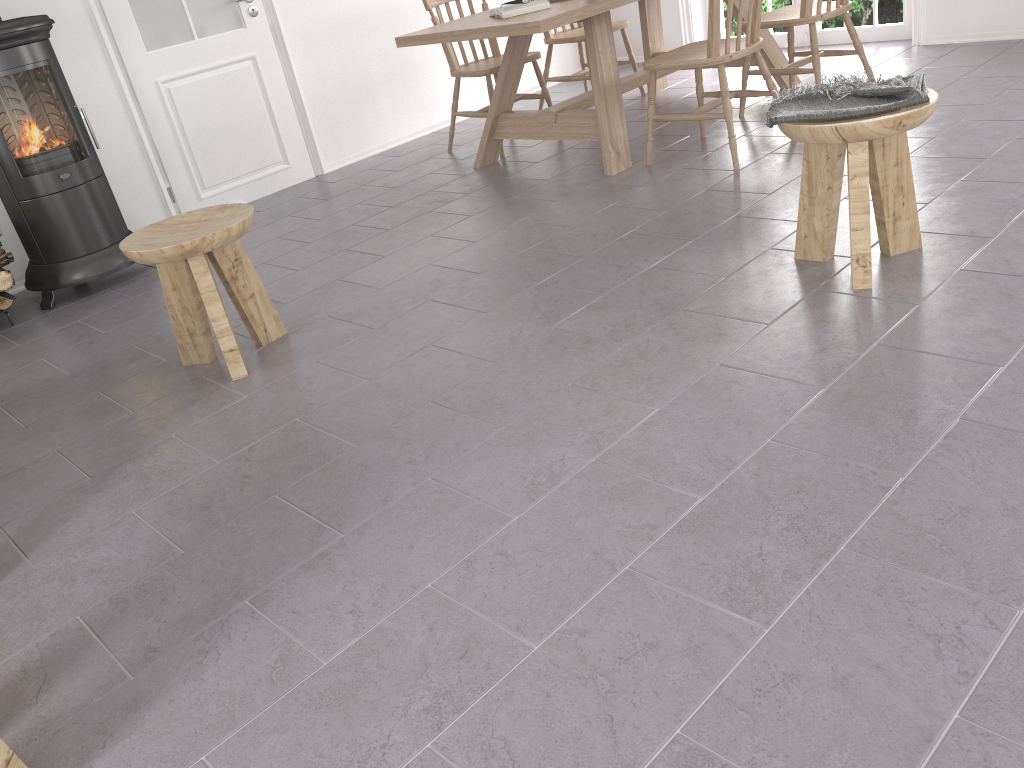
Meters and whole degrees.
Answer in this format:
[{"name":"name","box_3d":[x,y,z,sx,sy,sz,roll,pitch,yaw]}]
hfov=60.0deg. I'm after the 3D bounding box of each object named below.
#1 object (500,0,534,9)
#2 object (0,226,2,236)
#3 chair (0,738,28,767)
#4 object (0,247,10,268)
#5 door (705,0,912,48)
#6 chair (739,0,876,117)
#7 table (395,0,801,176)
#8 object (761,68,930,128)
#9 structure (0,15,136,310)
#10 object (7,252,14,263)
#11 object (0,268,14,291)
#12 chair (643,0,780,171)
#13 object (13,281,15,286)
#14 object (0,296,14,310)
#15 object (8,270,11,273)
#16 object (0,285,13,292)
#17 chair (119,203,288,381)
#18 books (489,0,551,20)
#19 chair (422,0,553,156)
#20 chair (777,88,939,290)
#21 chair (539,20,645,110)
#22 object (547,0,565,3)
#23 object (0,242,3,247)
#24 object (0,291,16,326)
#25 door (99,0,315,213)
[{"name":"object","box_3d":[0.029,-1.788,4.144,0.135,0.030,0.141,5,32,32]},{"name":"object","box_3d":[-2.447,-0.560,3.724,0.571,0.079,0.115,-32,33,-33]},{"name":"chair","box_3d":[-1.023,0.535,1.353,0.431,0.479,0.431,14,38,42]},{"name":"object","box_3d":[-2.400,-0.465,3.758,0.480,0.104,0.126,-32,32,-32]},{"name":"door","box_3d":[1.799,-3.151,5.573,0.115,2.024,1.571,-33,33,-34]},{"name":"chair","box_3d":[1.434,-1.830,4.371,0.506,0.902,0.519,-29,31,-30]},{"name":"table","box_3d":[0.649,-1.779,4.792,2.300,0.749,1.001,-33,33,-34]},{"name":"object","box_3d":[0.953,-0.827,2.557,0.462,0.120,0.348,-3,28,19]},{"name":"structure","box_3d":[-2.553,-2.623,3.243,0.626,4.887,0.643,0,30,24]},{"name":"object","box_3d":[-2.458,-0.456,3.842,0.562,0.063,0.095,-32,33,-33]},{"name":"object","box_3d":[-2.393,-0.518,4.028,0.118,0.142,0.520,-30,32,-31]},{"name":"chair","box_3d":[0.880,-1.475,3.930,0.506,0.902,0.519,-33,33,-34]},{"name":"object","box_3d":[-2.479,-0.364,3.907,0.539,0.070,0.101,-32,32,-33]},{"name":"object","box_3d":[-2.387,-0.396,4.046,0.096,0.060,0.467,-33,33,-34]},{"name":"object","box_3d":[-2.545,-0.393,3.983,0.562,0.063,0.095,-32,33,-33]},{"name":"object","box_3d":[-2.416,-0.354,3.851,0.468,0.069,0.095,-33,33,-34]},{"name":"chair","box_3d":[-0.998,-0.301,2.960,0.431,0.479,0.431,14,37,42]},{"name":"books","box_3d":[0.031,-1.761,4.157,0.231,0.040,0.342,-16,27,-6]},{"name":"chair","box_3d":[-0.130,-1.830,5.064,0.506,0.902,0.519,-29,31,-30]},{"name":"chair","box_3d":[1.014,-0.580,2.610,0.431,0.479,0.431,-23,29,-20]},{"name":"chair","box_3d":[0.425,-2.185,5.505,0.506,0.902,0.519,-33,33,-34]},{"name":"object","box_3d":[0.336,-1.932,4.381,0.394,0.014,0.394,-11,27,5]},{"name":"object","box_3d":[-2.560,-0.539,3.916,0.562,0.057,0.097,-33,33,-34]},{"name":"object","box_3d":[-2.509,-0.289,4.005,0.456,0.118,0.478,-33,33,-34]},{"name":"door","box_3d":[-1.729,-1.946,4.779,0.902,2.013,0.101,-33,33,-34]}]
